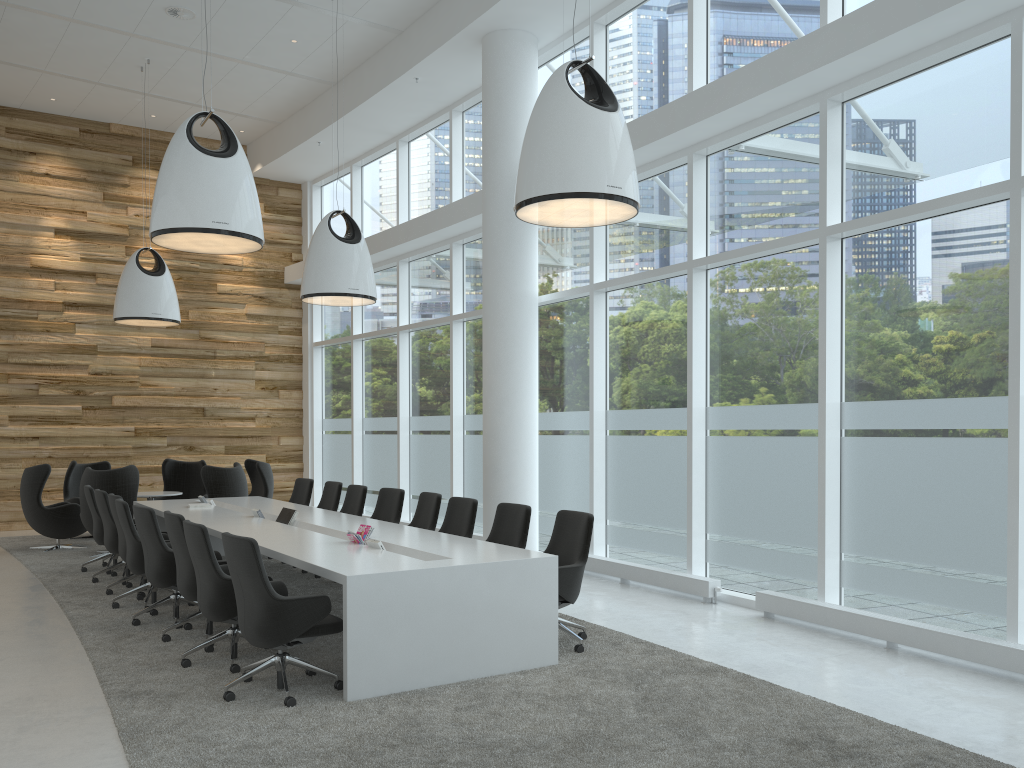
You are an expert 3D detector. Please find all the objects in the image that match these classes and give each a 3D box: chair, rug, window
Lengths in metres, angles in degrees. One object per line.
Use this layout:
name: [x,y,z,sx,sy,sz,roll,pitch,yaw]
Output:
chair: [-1.399,1.367,5.319,0.674,0.967,0.685,0,-1,-38]
chair: [0.257,1.427,6.486,0.674,0.967,0.685,0,0,-28]
rug: [-2.418,2.024,8.460,3.940,0.010,13.452,2,-4,-33]
window: [-18.843,-1.333,2.699,62.889,6.143,30.844,0,-3,7]
chair: [-1.003,1.537,8.523,0.674,0.967,0.685,0,0,-28]
chair: [-3.591,1.547,8.632,0.674,0.967,0.685,0,0,-33]
chair: [-3.228,1.511,7.960,0.674,0.967,0.685,0,0,-28]
chair: [-2.783,1.475,7.313,0.674,0.967,0.685,0,-1,-38]
chair: [-2.832,1.681,11.164,0.674,0.967,0.685,0,-1,-38]
chair: [-4.046,1.584,9.313,0.674,0.967,0.685,0,0,-33]
chair: [-1.904,1.406,6.035,0.674,0.967,0.685,0,0,-33]
chair: [-2.311,1.444,6.742,0.674,0.967,0.685,0,0,-33]
chair: [-6.037,1.630,11.841,0.917,1.153,0.914,0,-1,-43]
chair: [-4.022,1.698,13.184,0.917,1.153,0.914,0,-1,-43]
chair: [-5.021,1.600,11.322,0.914,1.153,0.917,0,-1,-13]
chair: [-0.185,1.464,7.170,0.674,0.967,0.685,0,0,-33]
chair: [-2.327,1.642,10.448,0.674,0.967,0.685,0,0,-33]
chair: [-1.920,1.603,9.741,0.674,0.967,0.685,0,0,-33]
chair: [-0.640,1.501,7.851,0.674,0.967,0.685,0,0,-33]
chair: [-1.448,1.572,9.170,0.674,0.967,0.685,0,-1,-38]
chair: [-6.093,1.692,13.011,0.917,1.153,0.914,0,-1,17]
chair: [-4.488,1.621,9.997,0.674,0.967,0.685,0,0,-28]
chair: [-5.117,1.724,13.650,0.914,1.153,0.917,0,-1,-13]
chair: [-4.014,1.632,11.945,0.917,1.153,0.914,0,-1,17]

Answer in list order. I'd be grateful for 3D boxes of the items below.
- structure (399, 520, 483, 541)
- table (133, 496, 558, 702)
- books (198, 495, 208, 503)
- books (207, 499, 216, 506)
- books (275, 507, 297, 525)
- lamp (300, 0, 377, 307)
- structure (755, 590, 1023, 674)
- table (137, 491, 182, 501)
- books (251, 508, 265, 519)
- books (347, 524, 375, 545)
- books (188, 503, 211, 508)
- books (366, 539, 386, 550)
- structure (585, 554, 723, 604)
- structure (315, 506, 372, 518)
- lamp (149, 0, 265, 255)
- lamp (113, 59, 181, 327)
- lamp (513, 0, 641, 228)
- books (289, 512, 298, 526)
structure: [-0.946,2.129,12.423,0.150,0.214,2.690,0,-3,-34]
table: [-2.105,1.642,8.254,1.500,0.739,6.558,1,-3,-33]
books: [-3.596,1.433,10.433,0.153,0.241,0.182,0,-1,-33]
books: [-3.407,1.426,10.153,0.139,0.223,0.162,0,0,-33]
books: [-2.175,1.302,8.431,0.139,0.230,0.357,0,-2,-33]
lamp: [-2.022,-2.787,10.317,0.884,3.650,0.883,0,1,10]
structure: [2.769,1.801,6.369,0.150,0.214,2.690,0,-3,-29]
table: [-5.057,1.885,12.470,0.799,0.697,0.800,0,-1,-8]
books: [-2.449,1.337,8.677,0.153,0.239,0.190,0,-1,-33]
books: [-1.155,1.237,6.798,0.230,0.275,0.597,0,-2,-13]
books: [-3.451,1.344,9.799,0.224,0.026,0.264,1,-3,-23]
books: [-0.938,1.223,6.349,0.143,0.226,0.203,0,-1,-34]
structure: [1.192,1.951,9.126,0.150,0.214,2.690,0,-3,-31]
structure: [-2.799,2.269,14.983,0.150,0.214,2.690,0,-3,-37]
lamp: [-2.463,-2.955,7.144,0.884,3.650,0.883,0,1,12]
lamp: [-5.104,-2.673,12.374,0.884,3.650,0.883,0,1,5]
lamp: [0.449,-3.012,6.167,0.884,3.650,0.883,0,1,13]
books: [-2.172,1.321,8.456,0.158,0.241,0.352,0,-2,-33]
